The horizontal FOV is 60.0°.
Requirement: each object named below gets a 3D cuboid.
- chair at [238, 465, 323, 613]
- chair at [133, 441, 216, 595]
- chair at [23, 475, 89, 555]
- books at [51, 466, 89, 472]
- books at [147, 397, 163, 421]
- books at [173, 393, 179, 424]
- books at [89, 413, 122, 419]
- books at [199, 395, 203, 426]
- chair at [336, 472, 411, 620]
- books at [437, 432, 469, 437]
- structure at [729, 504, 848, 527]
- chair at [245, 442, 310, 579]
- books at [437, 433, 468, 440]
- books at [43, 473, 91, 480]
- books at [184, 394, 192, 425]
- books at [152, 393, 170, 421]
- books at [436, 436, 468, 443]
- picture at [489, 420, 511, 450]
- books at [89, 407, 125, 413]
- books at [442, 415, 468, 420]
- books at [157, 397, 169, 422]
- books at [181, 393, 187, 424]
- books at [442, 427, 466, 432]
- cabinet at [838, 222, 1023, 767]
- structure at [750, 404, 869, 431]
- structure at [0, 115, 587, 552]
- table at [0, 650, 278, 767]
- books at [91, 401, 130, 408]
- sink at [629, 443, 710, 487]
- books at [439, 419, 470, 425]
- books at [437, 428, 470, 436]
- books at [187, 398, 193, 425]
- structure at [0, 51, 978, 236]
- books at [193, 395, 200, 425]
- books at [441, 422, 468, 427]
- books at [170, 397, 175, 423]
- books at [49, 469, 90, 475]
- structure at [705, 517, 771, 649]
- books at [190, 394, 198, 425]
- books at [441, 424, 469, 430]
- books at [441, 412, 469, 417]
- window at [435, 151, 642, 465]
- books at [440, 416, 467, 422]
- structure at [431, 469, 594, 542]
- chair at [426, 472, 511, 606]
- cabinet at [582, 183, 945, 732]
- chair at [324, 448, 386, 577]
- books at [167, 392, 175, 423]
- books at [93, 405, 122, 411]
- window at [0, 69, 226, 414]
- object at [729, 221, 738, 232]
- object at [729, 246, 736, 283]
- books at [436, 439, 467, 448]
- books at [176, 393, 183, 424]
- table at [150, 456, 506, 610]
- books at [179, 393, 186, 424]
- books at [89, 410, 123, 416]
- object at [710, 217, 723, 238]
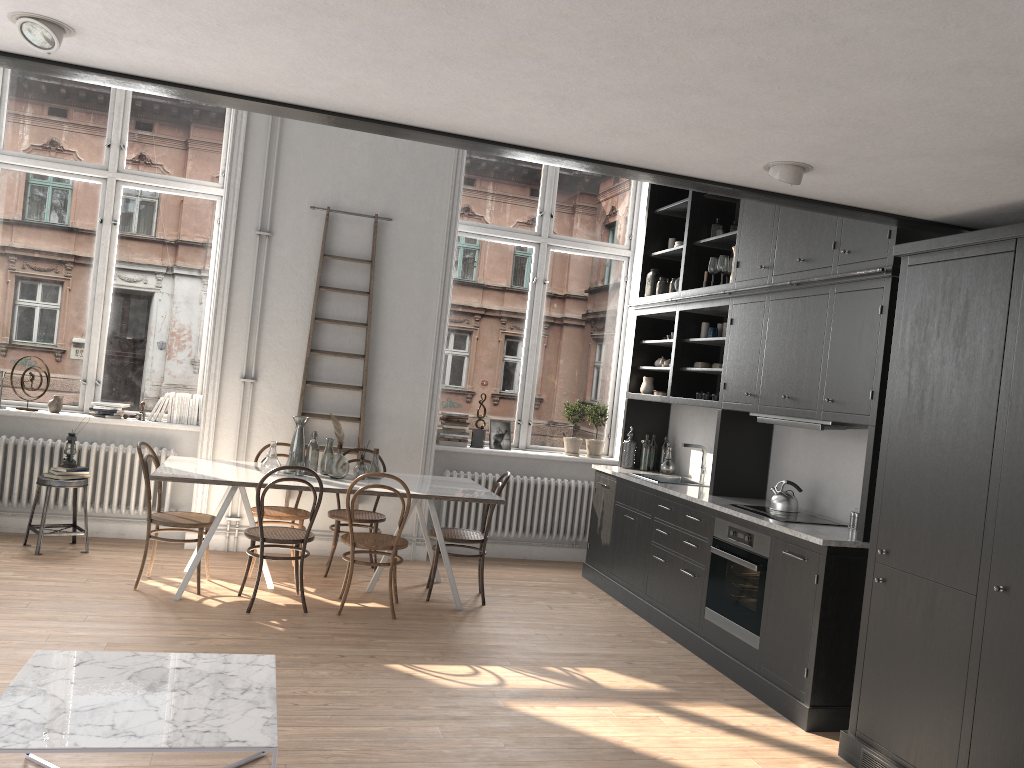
[{"bbox_3d":[-1.456,0.938,5.587,0.438,0.920,0.549,6,0,-20],"label":"chair"},{"bbox_3d":[-2.201,0.859,5.803,0.549,0.920,0.438,6,0,-7],"label":"chair"},{"bbox_3d":[-3.289,0.941,6.450,0.364,0.523,0.360,6,0,-42],"label":"chair"},{"bbox_3d":[-3.235,0.621,6.491,0.147,0.027,0.221,6,0,17],"label":"books"},{"bbox_3d":[-2.876,0.200,7.160,0.105,0.194,0.155,6,0,-17],"label":"books"},{"bbox_3d":[-2.717,0.194,7.190,0.024,0.243,0.175,6,0,-16],"label":"books"},{"bbox_3d":[-3.230,0.250,7.049,0.221,0.023,0.147,6,0,33],"label":"books"},{"bbox_3d":[-2.541,0.213,7.249,0.040,0.244,0.174,6,0,-16],"label":"books"},{"bbox_3d":[-0.886,0.999,5.710,0.438,0.920,0.549,6,0,-5],"label":"chair"},{"bbox_3d":[-0.520,0.444,7.807,0.255,0.014,0.192,6,0,-12],"label":"books"},{"bbox_3d":[1.610,0.771,5.226,0.427,0.011,0.592,6,0,-16],"label":"structure"},{"bbox_3d":[-1.700,0.912,6.494,0.438,0.920,0.549,6,0,-18],"label":"chair"},{"bbox_3d":[-0.527,0.463,7.789,0.249,0.023,0.175,6,0,-15],"label":"books"},{"bbox_3d":[-3.252,0.668,6.484,0.194,0.034,0.246,6,0,25],"label":"books"},{"bbox_3d":[-2.638,0.202,7.221,0.019,0.244,0.174,6,0,-16],"label":"books"},{"bbox_3d":[-2.836,0.184,7.166,0.100,0.235,0.174,6,0,-16],"label":"books"},{"bbox_3d":[-0.530,0.486,7.790,0.250,0.023,0.175,6,0,-20],"label":"books"},{"bbox_3d":[-0.126,0.458,7.961,0.221,0.264,0.148,6,0,-32],"label":"picture"},{"bbox_3d":[-3.216,0.207,7.046,0.221,0.023,0.147,6,0,0],"label":"books"},{"bbox_3d":[-0.499,0.291,7.804,0.205,0.020,0.155,6,0,-16],"label":"books"},{"bbox_3d":[-2.814,0.203,7.174,0.072,0.203,0.155,6,0,-16],"label":"books"},{"bbox_3d":[-2.665,0.200,7.237,0.024,0.243,0.175,6,0,-16],"label":"books"},{"bbox_3d":[-0.511,0.399,7.804,0.205,0.022,0.155,6,0,-1],"label":"books"},{"bbox_3d":[2.114,0.591,3.498,0.634,2.371,1.400,6,0,-16],"label":"cabinet"},{"bbox_3d":[1.796,0.205,5.261,0.379,0.123,0.843,6,0,-16],"label":"structure"},{"bbox_3d":[-1.467,-0.849,7.253,5.183,4.474,0.340,6,0,-15],"label":"structure"},{"bbox_3d":[-1.241,1.224,2.952,0.849,0.392,0.849,6,0,-16],"label":"table"},{"bbox_3d":[-3.193,0.163,7.060,0.244,0.019,0.174,6,0,-6],"label":"books"},{"bbox_3d":[1.231,0.697,6.728,0.514,0.505,0.526,6,0,-16],"label":"sink"},{"bbox_3d":[-0.509,0.333,7.803,0.244,0.019,0.174,6,0,-16],"label":"books"},{"bbox_3d":[-0.519,0.423,7.807,0.245,0.028,0.193,6,0,-21],"label":"books"},{"bbox_3d":[-2.619,0.223,7.229,0.020,0.205,0.155,6,0,-16],"label":"books"},{"bbox_3d":[0.151,-1.498,1.420,5.928,1.213,4.157,6,0,-16],"label":"structure"},{"bbox_3d":[-2.571,0.210,7.242,0.024,0.243,0.175,6,0,-16],"label":"books"},{"bbox_3d":[-0.506,0.354,7.804,0.205,0.022,0.155,6,0,-21],"label":"books"},{"bbox_3d":[-2.743,0.210,7.194,0.020,0.205,0.155,6,0,-16],"label":"books"},{"bbox_3d":[-3.239,0.643,6.490,0.232,0.029,0.162,6,0,-45],"label":"books"},{"bbox_3d":[1.562,1.164,5.226,0.618,0.623,0.622,6,0,-16],"label":"structure"},{"bbox_3d":[-2.601,0.207,7.255,0.024,0.243,0.175,6,0,-16],"label":"books"},{"bbox_3d":[-0.506,0.376,7.810,0.222,0.024,0.158,6,0,-16],"label":"books"},{"bbox_3d":[-0.505,0.269,7.811,0.201,0.024,0.159,6,0,-26],"label":"books"},{"bbox_3d":[5.930,-4.610,12.682,14.388,15.936,26.390,6,0,-16],"label":"window"},{"bbox_3d":[-0.515,0.311,7.800,0.231,0.023,0.162,6,0,0],"label":"books"},{"bbox_3d":[0.093,1.082,7.834,1.577,0.552,0.194,6,0,-16],"label":"structure"},{"bbox_3d":[-0.329,1.059,6.305,0.549,0.920,0.438,6,0,-3],"label":"chair"},{"bbox_3d":[1.492,-0.085,5.977,0.635,3.583,3.250,6,0,-16],"label":"cabinet"},{"bbox_3d":[-1.172,0.969,6.724,0.438,0.920,0.549,6,0,-9],"label":"chair"},{"bbox_3d":[-2.771,0.188,7.207,0.024,0.243,0.175,6,0,-16],"label":"books"},{"bbox_3d":[-3.209,0.187,7.035,0.205,0.020,0.155,6,0,-26],"label":"books"},{"bbox_3d":[-3.269,-1.219,7.164,1.623,2.843,0.013,6,1,-16],"label":"window"},{"bbox_3d":[1.657,-1.127,6.627,0.065,0.177,0.084,6,0,6],"label":"object"},{"bbox_3d":[1.539,-0.806,6.066,0.094,0.267,0.116,6,0,26],"label":"object"},{"bbox_3d":[-0.536,0.518,7.790,0.248,0.043,0.192,6,0,-16],"label":"books"},{"bbox_3d":[-2.698,0.196,7.204,0.019,0.244,0.174,6,0,-16],"label":"books"},{"bbox_3d":[-1.280,1.027,6.088,2.201,0.780,1.100,6,0,-16],"label":"table"},{"bbox_3d":[-2.684,0.197,7.226,0.019,0.244,0.174,6,0,-16],"label":"books"},{"bbox_3d":[-3.221,0.229,7.047,0.205,0.022,0.155,6,0,4],"label":"books"},{"bbox_3d":[1.536,-1.151,6.656,0.084,0.199,0.065,6,0,6],"label":"object"}]
